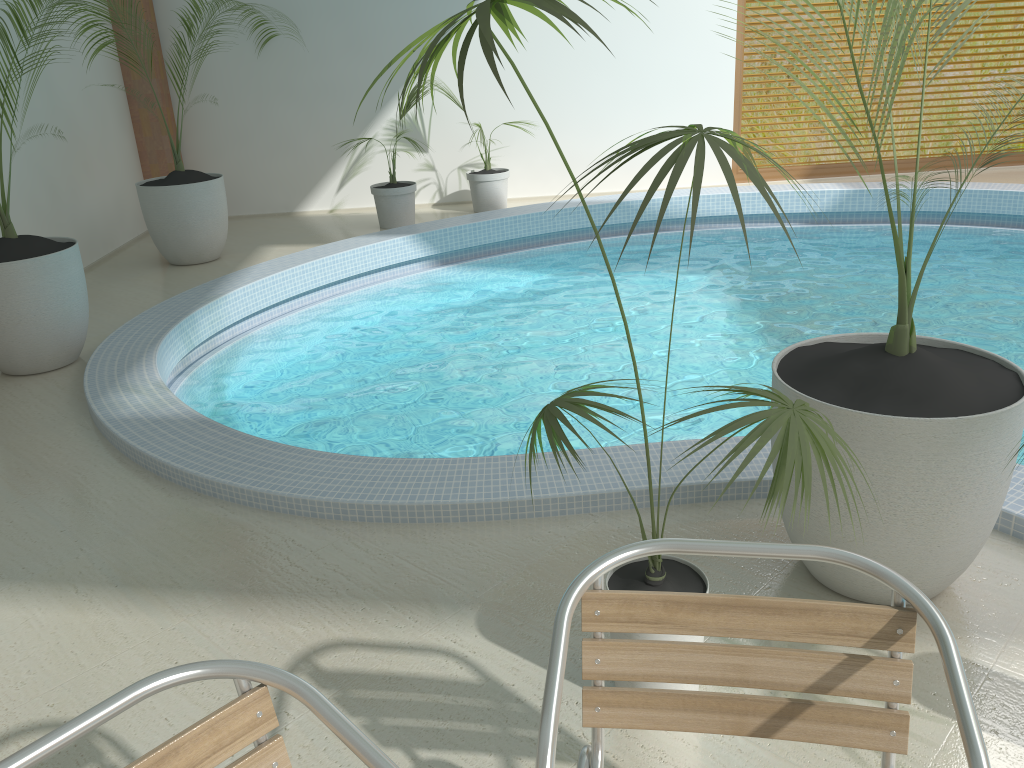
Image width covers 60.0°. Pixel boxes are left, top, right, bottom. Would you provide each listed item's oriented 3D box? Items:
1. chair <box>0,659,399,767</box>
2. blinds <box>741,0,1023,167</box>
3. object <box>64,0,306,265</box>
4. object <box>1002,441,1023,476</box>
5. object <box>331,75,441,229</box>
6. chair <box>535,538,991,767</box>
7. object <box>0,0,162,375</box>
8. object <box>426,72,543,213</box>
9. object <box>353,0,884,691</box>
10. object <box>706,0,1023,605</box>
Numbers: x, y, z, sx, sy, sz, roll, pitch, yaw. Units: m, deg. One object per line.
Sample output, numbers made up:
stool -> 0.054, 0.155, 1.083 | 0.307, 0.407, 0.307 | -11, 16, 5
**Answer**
chair -> -0.395, 0.861, 1.166 | 0.563, 0.727, 0.618 | 15, 28, 38
blinds -> 4.241, -4.208, 8.688 | 4.500, 4.025, 0.099 | -4, 22, -1
object -> -2.531, -2.446, 6.793 | 2.729, 2.960, 2.979 | -11, 23, -19
object -> 1.485, 0.072, 1.573 | 0.791, 1.695, 1.059 | -9, 22, -13
object -> -1.004, -2.037, 7.778 | 0.822, 1.310, 1.067 | 13, 27, 35
chair -> 0.373, 0.712, 1.426 | 0.618, 0.727, 0.563 | 1, 22, 11
object -> -2.633, -1.559, 4.577 | 2.729, 2.960, 2.979 | -18, 26, -33
object -> -0.268, -2.245, 8.190 | 1.067, 1.310, 0.822 | 1, 22, 10
object -> 0.238, 0.010, 1.919 | 1.059, 1.695, 0.791 | 11, 26, 32
object -> 1.053, -0.749, 1.976 | 2.979, 2.960, 2.729 | 3, 22, 15
